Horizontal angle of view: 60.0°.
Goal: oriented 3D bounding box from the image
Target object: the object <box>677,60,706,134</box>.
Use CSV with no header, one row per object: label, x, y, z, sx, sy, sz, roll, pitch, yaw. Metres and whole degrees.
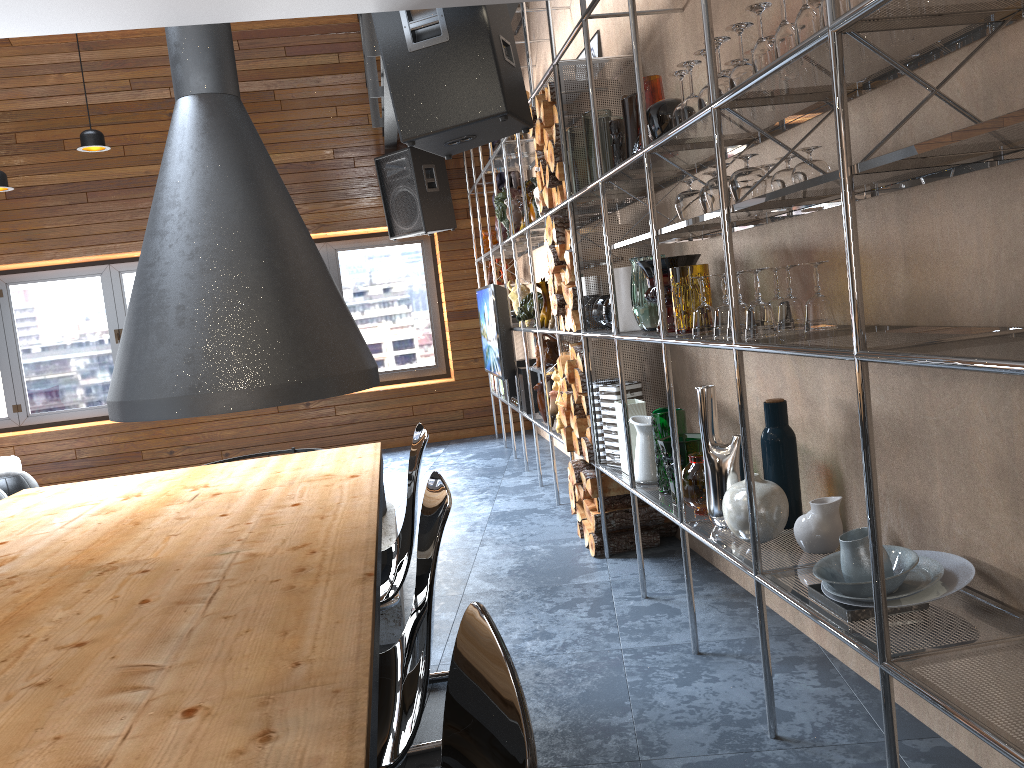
object,0.498,-0.790,2.449,0.070,0.184,0.071,-10,6,-31

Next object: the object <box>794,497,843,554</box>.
object,0.796,0.365,2.303,0.100,0.142,0.102,-9,6,-28

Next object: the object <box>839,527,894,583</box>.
object,0.764,0.378,1.917,0.101,0.136,0.098,-9,5,-24

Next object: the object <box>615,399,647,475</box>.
object,0.488,0.213,3.562,0.092,0.287,0.148,-7,5,-7

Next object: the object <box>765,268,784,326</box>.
object,0.739,-0.239,2.469,0.081,0.170,0.081,-8,5,-12

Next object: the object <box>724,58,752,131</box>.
object,0.639,-0.810,2.490,0.070,0.184,0.071,-10,6,-31

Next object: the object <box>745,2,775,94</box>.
object,0.571,-0.764,2.025,0.060,0.191,0.060,-5,5,18

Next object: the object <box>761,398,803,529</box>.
object,0.776,0.228,2.566,0.099,0.372,0.099,-2,7,41

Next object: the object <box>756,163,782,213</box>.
object,0.706,-0.538,2.439,0.092,0.124,0.092,-5,5,18

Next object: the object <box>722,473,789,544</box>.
object,0.673,0.343,2.452,0.177,0.188,0.177,-3,6,34

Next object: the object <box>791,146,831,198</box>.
object,0.740,-0.520,2.196,0.092,0.124,0.092,-5,5,18

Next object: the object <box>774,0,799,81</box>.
object,0.588,-0.755,1.908,0.060,0.191,0.060,-5,5,18

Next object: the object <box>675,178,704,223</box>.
object,0.519,-0.528,2.572,0.092,0.124,0.092,-5,5,18

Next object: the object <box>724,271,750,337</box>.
object,0.604,-0.214,2.357,0.081,0.170,0.081,-8,5,-12

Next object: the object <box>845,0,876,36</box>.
object,0.630,-0.734,1.610,0.060,0.191,0.060,-5,5,18

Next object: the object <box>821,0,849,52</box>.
object,0.617,-0.741,1.702,0.060,0.191,0.060,-5,5,18

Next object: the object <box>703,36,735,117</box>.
object,0.528,-0.776,2.247,0.070,0.184,0.071,-10,6,-31

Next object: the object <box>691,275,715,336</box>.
object,0.562,-0.230,2.598,0.081,0.170,0.081,-5,5,18

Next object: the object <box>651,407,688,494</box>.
object,0.569,0.236,3.167,0.125,0.295,0.130,-5,5,17

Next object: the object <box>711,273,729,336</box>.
object,0.594,-0.222,2.467,0.081,0.170,0.081,-8,5,-12

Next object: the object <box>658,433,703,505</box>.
object,0.592,0.288,2.990,0.157,0.219,0.161,-3,6,39

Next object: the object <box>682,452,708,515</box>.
object,0.609,0.316,2.827,0.145,0.188,0.145,-8,5,-16

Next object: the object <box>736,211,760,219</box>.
object,0.684,-0.548,2.589,0.092,0.124,0.092,-5,5,18

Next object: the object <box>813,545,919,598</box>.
object,0.765,0.412,1.919,0.215,0.080,0.218,-6,5,1

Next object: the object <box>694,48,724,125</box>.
object,0.523,-0.784,2.342,0.070,0.184,0.071,-10,6,-31

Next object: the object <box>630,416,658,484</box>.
object,0.537,0.246,3.375,0.171,0.245,0.146,-4,5,23

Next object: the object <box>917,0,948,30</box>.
object,0.762,-0.749,1.614,0.060,0.191,0.060,-5,5,18

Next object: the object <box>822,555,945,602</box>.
object,0.803,0.424,1.925,0.246,0.052,0.249,-6,5,1

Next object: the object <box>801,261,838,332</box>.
object,0.768,-0.221,2.226,0.081,0.170,0.081,-5,5,18

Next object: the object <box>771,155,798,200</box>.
object,0.723,-0.528,2.315,0.092,0.124,0.092,-5,5,18

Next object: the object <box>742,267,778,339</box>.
object,0.616,-0.203,2.216,0.081,0.170,0.081,-5,5,18

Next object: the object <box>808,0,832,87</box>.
object,0.704,-0.779,2.024,0.060,0.191,0.060,-5,5,18

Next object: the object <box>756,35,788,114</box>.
object,0.674,-0.796,2.289,0.070,0.184,0.071,-10,6,-31

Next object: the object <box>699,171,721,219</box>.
object,0.564,-0.523,2.453,0.092,0.124,0.092,-5,5,18

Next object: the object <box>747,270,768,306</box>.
object,0.718,-0.247,2.591,0.081,0.170,0.081,-5,5,18

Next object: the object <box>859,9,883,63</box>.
object,0.732,-0.765,1.825,0.060,0.191,0.060,-4,6,28

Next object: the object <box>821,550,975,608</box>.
object,0.831,0.424,1.920,0.308,0.058,0.311,-6,5,1

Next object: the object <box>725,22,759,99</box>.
object,0.558,-0.770,2.146,0.070,0.184,0.071,-10,6,-31

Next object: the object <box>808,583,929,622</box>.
object,0.769,0.462,1.926,0.184,0.024,0.184,-7,5,-7

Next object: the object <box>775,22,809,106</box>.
object,0.694,-0.790,2.197,0.070,0.184,0.071,-10,6,-31

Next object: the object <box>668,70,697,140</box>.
object,0.492,-0.798,2.544,0.070,0.184,0.071,-10,6,-31

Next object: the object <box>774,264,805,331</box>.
object,0.739,-0.229,2.359,0.081,0.170,0.081,-8,5,-12

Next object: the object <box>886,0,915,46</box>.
object,0.748,-0.757,1.714,0.060,0.191,0.060,-5,5,18

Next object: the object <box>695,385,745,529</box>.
object,0.632,0.213,2.643,0.129,0.420,0.129,-7,5,-4

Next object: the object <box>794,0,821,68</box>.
object,0.601,-0.749,1.812,0.060,0.191,0.060,-5,5,18

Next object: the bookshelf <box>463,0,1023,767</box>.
bookshelf,0.453,-2.235,2.257,0.421,6.218,10.740,-7,5,-7

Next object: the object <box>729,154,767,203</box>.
object,0.586,-0.503,2.202,0.092,0.124,0.092,-5,5,18

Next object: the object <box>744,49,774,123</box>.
object,0.670,-0.805,2.394,0.070,0.184,0.071,-10,6,-31

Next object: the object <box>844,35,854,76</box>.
object,0.717,-0.773,1.936,0.060,0.191,0.060,-5,5,18

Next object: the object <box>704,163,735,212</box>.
object,0.549,-0.509,2.318,0.092,0.124,0.092,-5,5,18
